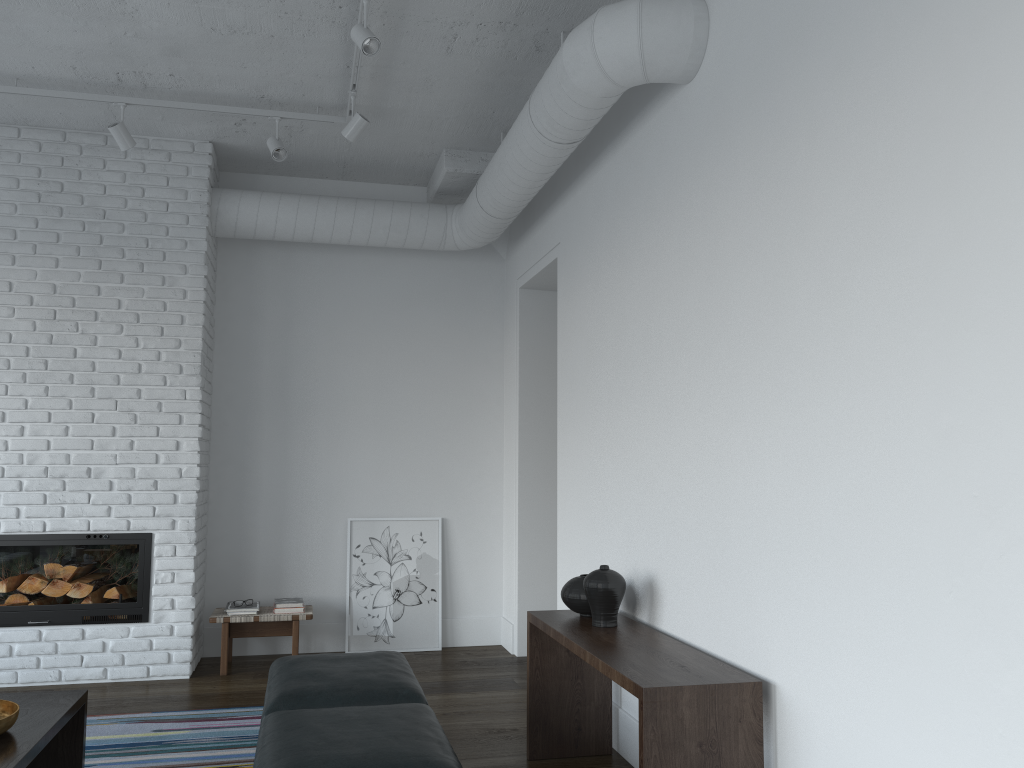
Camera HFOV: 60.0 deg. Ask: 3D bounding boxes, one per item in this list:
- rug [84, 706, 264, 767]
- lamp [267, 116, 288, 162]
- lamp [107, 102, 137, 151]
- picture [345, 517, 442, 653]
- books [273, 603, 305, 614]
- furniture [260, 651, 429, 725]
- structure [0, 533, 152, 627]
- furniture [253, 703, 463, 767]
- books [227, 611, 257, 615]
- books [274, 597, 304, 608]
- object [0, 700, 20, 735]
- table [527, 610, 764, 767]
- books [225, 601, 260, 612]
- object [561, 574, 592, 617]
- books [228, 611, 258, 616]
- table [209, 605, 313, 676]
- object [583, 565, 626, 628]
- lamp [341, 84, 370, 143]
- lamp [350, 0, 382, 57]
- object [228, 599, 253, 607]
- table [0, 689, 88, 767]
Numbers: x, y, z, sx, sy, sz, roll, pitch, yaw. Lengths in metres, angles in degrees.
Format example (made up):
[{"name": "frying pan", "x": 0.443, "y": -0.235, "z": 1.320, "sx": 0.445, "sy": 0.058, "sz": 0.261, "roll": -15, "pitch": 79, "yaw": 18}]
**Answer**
[{"name": "rug", "x": -1.976, "y": 1.467, "z": 2.471, "sx": 2.735, "sy": 0.012, "sz": 3.760, "roll": 2, "pitch": -5, "yaw": -13}, {"name": "lamp", "x": -1.288, "y": -1.353, "z": 4.856, "sx": 0.093, "sy": 0.285, "sz": 0.154, "roll": 4, "pitch": -6, "yaw": -35}, {"name": "lamp", "x": -2.060, "y": -1.373, "z": 4.680, "sx": 0.097, "sy": 0.285, "sz": 0.154, "roll": -2, "pitch": -6, "yaw": 27}, {"name": "picture", "x": -0.793, "y": 1.351, "z": 5.987, "sx": 0.637, "sy": 0.884, "sz": 0.093, "roll": 2, "pitch": -5, "yaw": -13}, {"name": "books", "x": -1.398, "y": 1.399, "z": 5.555, "sx": 0.185, "sy": 0.032, "sz": 0.267, "roll": 2, "pitch": -5, "yaw": -15}, {"name": "furniture", "x": -0.653, "y": 1.323, "z": 3.411, "sx": 0.584, "sy": 0.478, "sz": 0.828, "roll": 2, "pitch": -5, "yaw": -13}, {"name": "structure", "x": -2.729, "y": 1.167, "z": 5.316, "sx": 1.168, "sy": 0.578, "sz": 0.675, "roll": 2, "pitch": -5, "yaw": -13}, {"name": "furniture", "x": -0.459, "y": 1.250, "z": 2.585, "sx": 0.583, "sy": 0.476, "sz": 0.827, "roll": 2, "pitch": -5, "yaw": -13}, {"name": "books", "x": -1.659, "y": 1.390, "z": 5.471, "sx": 0.171, "sy": 0.011, "sz": 0.306, "roll": 2, "pitch": -5, "yaw": -14}, {"name": "books", "x": -1.401, "y": 1.372, "z": 5.566, "sx": 0.173, "sy": 0.025, "sz": 0.238, "roll": 2, "pitch": -5, "yaw": -15}, {"name": "object", "x": -1.740, "y": 1.056, "z": 2.736, "sx": 0.383, "sy": 0.068, "sz": 0.383, "roll": -3, "pitch": -6, "yaw": 29}, {"name": "table", "x": 0.401, "y": 1.240, "z": 3.210, "sx": 0.375, "sy": 0.617, "sz": 1.362, "roll": 2, "pitch": -5, "yaw": -13}, {"name": "books", "x": -1.663, "y": 1.377, "z": 5.482, "sx": 0.202, "sy": 0.019, "sz": 0.280, "roll": 2, "pitch": -5, "yaw": -15}, {"name": "object", "x": 0.329, "y": 0.894, "z": 3.754, "sx": 0.245, "sy": 0.168, "sz": 0.245, "roll": 2, "pitch": -6, "yaw": -21}, {"name": "books", "x": -1.658, "y": 1.402, "z": 5.481, "sx": 0.172, "sy": 0.011, "sz": 0.273, "roll": 2, "pitch": -5, "yaw": -14}, {"name": "table", "x": -1.546, "y": 1.580, "z": 5.491, "sx": 0.605, "sy": 0.345, "sz": 0.405, "roll": 2, "pitch": -5, "yaw": -13}, {"name": "object", "x": 0.368, "y": 0.841, "z": 3.529, "sx": 0.171, "sy": 0.236, "sz": 0.171, "roll": 1, "pitch": -5, "yaw": -8}, {"name": "lamp", "x": -0.805, "y": -1.379, "z": 4.538, "sx": 0.154, "sy": 0.285, "sz": 0.104, "roll": -2, "pitch": -6, "yaw": 27}, {"name": "lamp", "x": -0.597, "y": -1.462, "z": 3.606, "sx": 0.094, "sy": 0.285, "sz": 0.154, "roll": 5, "pitch": -7, "yaw": -40}, {"name": "object", "x": -1.681, "y": 1.350, "z": 5.489, "sx": 0.093, "sy": 0.038, "sz": 0.134, "roll": -5, "pitch": -7, "yaw": 43}, {"name": "table", "x": -2.073, "y": 1.266, "z": 2.503, "sx": 1.306, "sy": 0.394, "sz": 1.362, "roll": 2, "pitch": -5, "yaw": -13}]
